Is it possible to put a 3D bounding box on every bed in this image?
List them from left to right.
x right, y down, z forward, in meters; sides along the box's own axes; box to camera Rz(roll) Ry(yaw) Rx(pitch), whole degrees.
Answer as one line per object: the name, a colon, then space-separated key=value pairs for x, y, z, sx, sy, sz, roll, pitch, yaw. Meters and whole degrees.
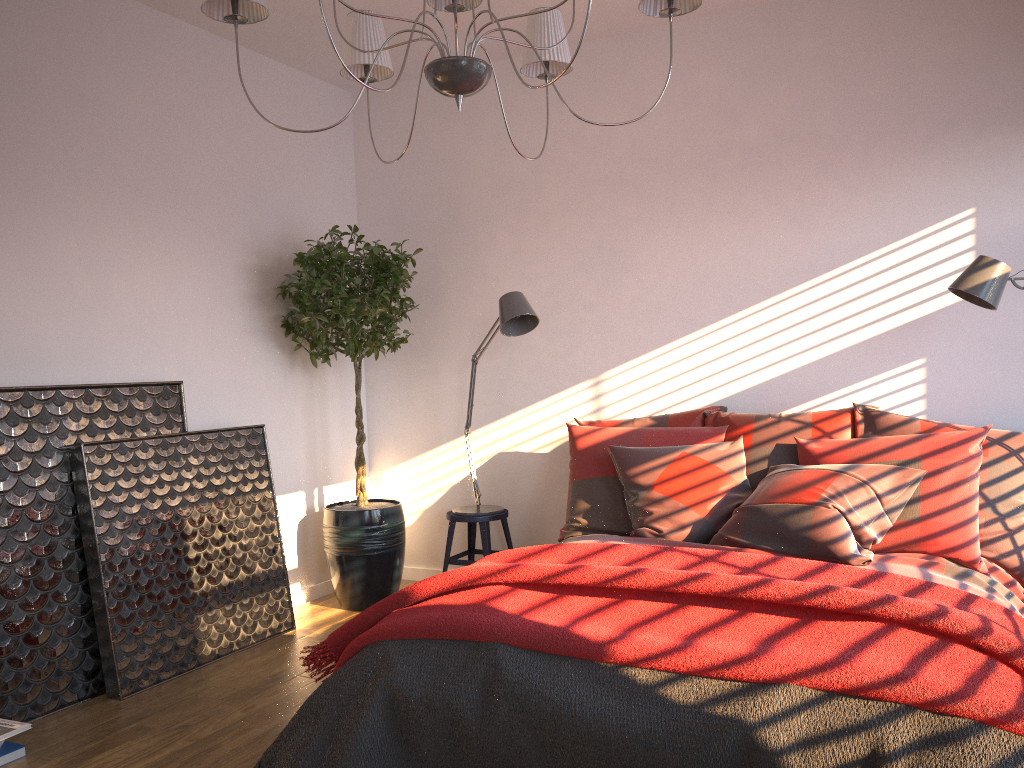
bed: x=0.808 y=0.774 z=3.203 sx=2.037 sy=0.772 sz=2.307 roll=-1 pitch=1 yaw=27

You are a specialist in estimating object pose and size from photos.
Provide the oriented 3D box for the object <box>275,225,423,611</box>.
object: x=-0.861 y=0.186 z=4.703 sx=0.813 sy=2.026 sz=0.798 roll=0 pitch=4 yaw=30

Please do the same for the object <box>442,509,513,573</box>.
object: x=-0.176 y=0.928 z=4.785 sx=0.338 sy=0.482 sz=0.341 roll=-1 pitch=3 yaw=27

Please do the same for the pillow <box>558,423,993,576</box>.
pillow: x=1.025 y=0.441 z=3.787 sx=1.815 sy=0.553 sz=0.526 roll=-1 pitch=3 yaw=28

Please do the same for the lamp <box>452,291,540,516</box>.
lamp: x=-0.105 y=0.124 z=4.501 sx=0.279 sy=1.131 sz=0.787 roll=-4 pitch=3 yaw=-22

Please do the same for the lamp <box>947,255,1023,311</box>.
lamp: x=2.090 y=0.062 z=3.373 sx=0.788 sy=1.131 sz=0.278 roll=-1 pitch=4 yaw=19

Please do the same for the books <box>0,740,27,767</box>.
books: x=-1.761 y=1.233 z=2.953 sx=0.258 sy=0.050 sz=0.270 roll=-2 pitch=1 yaw=-18

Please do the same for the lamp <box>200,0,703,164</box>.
lamp: x=-0.150 y=-1.181 z=2.191 sx=1.101 sy=1.082 sz=1.243 roll=-1 pitch=3 yaw=27

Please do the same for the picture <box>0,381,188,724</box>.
picture: x=-1.757 y=0.631 z=3.499 sx=0.172 sy=1.256 sz=1.245 roll=0 pitch=3 yaw=27

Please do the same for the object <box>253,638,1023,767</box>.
object: x=0.453 y=0.896 z=2.490 sx=2.506 sy=0.569 sz=1.119 roll=-2 pitch=2 yaw=27

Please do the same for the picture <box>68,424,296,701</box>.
picture: x=-1.408 y=0.726 z=3.932 sx=0.210 sy=1.030 sz=1.022 roll=0 pitch=3 yaw=27

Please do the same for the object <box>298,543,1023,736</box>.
object: x=0.484 y=0.863 z=2.631 sx=2.645 sy=0.662 sz=0.681 roll=-2 pitch=2 yaw=28

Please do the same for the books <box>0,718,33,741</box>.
books: x=-1.791 y=1.185 z=2.932 sx=0.258 sy=0.050 sz=0.270 roll=-2 pitch=1 yaw=23

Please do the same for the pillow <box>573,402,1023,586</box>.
pillow: x=1.082 y=0.468 z=3.722 sx=2.142 sy=0.736 sz=1.141 roll=-1 pitch=2 yaw=25
